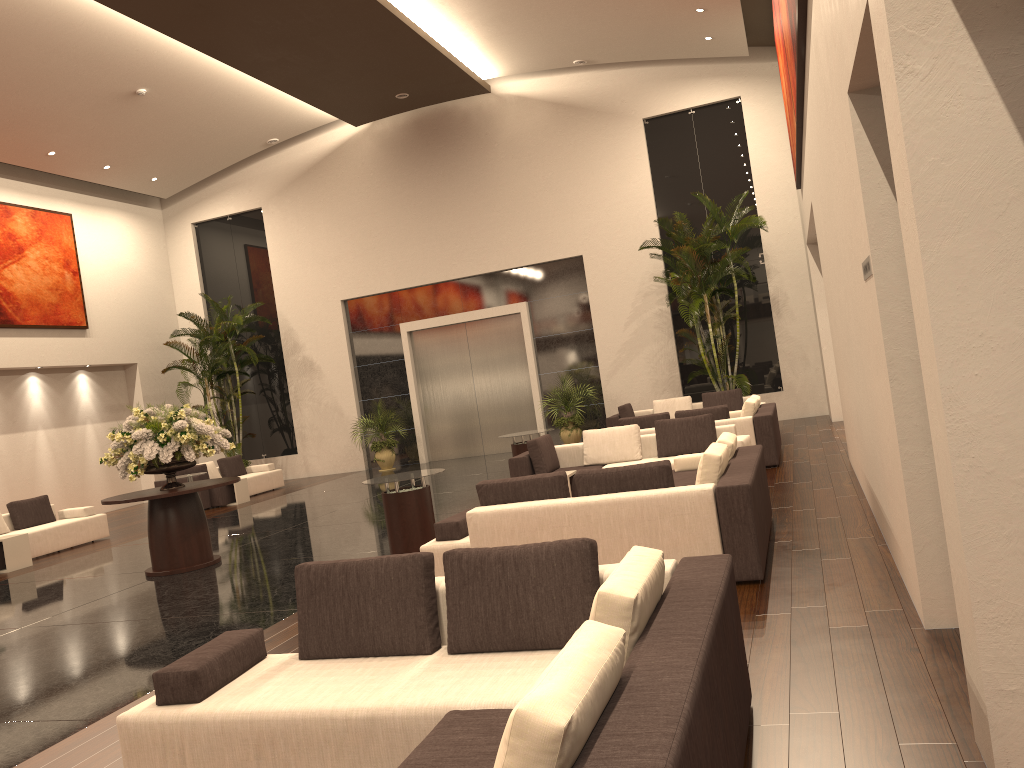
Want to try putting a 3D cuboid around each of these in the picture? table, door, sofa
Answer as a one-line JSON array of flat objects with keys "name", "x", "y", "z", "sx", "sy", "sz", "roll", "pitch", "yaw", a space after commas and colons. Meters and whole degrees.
[{"name": "table", "x": 0.263, "y": 1.110, "z": 12.993, "sx": 0.833, "sy": 0.795, "sz": 0.844, "roll": -8, "pitch": 0, "yaw": -21}, {"name": "door", "x": -0.838, "y": 0.109, "z": 20.104, "sx": 2.767, "sy": 3.048, "sz": 0.040, "roll": -8, "pitch": 0, "yaw": 18}, {"name": "sofa", "x": -5.805, "y": 1.949, "z": 18.142, "sx": 1.291, "sy": 0.862, "sz": 2.846, "roll": -8, "pitch": 0, "yaw": 18}, {"name": "sofa", "x": 0.911, "y": 1.001, "z": 7.863, "sx": 2.586, "sy": 0.862, "sz": 3.366, "roll": -8, "pitch": 0, "yaw": 18}, {"name": "table", "x": -5.395, "y": 2.097, "z": 17.194, "sx": 0.400, "sy": 0.460, "sz": 0.400, "roll": -8, "pitch": 0, "yaw": 18}, {"name": "table", "x": -3.846, "y": 1.658, "z": 10.213, "sx": 1.498, "sy": 0.921, "sz": 1.498, "roll": -8, "pitch": 0, "yaw": 9}, {"name": "sofa", "x": -0.698, "y": 1.254, "z": 2.767, "sx": 2.586, "sy": 0.862, "sz": 3.366, "roll": -8, "pitch": 0, "yaw": 18}, {"name": "sofa", "x": 2.636, "y": 0.729, "z": 13.260, "sx": 2.586, "sy": 0.862, "sz": 3.366, "roll": -8, "pitch": 0, "yaw": 18}, {"name": "table", "x": 0.526, "y": 1.254, "z": 10.059, "sx": 0.400, "sy": 0.460, "sz": 0.400, "roll": -8, "pitch": 0, "yaw": 18}, {"name": "table", "x": -6.973, "y": 2.345, "z": 12.256, "sx": 0.400, "sy": 0.460, "sz": 0.400, "roll": -8, "pitch": 0, "yaw": 18}, {"name": "table", "x": -1.024, "y": 1.313, "z": 8.872, "sx": 0.833, "sy": 0.795, "sz": 0.844, "roll": -8, "pitch": 0, "yaw": -21}, {"name": "table", "x": -5.496, "y": 1.947, "z": 14.876, "sx": 0.833, "sy": 0.795, "sz": 0.844, "roll": -8, "pitch": 0, "yaw": -21}, {"name": "sofa", "x": 3.160, "y": 0.644, "z": 15.841, "sx": 2.846, "sy": 0.862, "sz": 1.291, "roll": -8, "pitch": 0, "yaw": 18}, {"name": "sofa", "x": -7.383, "y": 2.197, "z": 13.203, "sx": 1.291, "sy": 0.862, "sz": 2.846, "roll": -8, "pitch": 0, "yaw": 18}, {"name": "sofa", "x": 1.435, "y": 0.915, "z": 10.443, "sx": 2.846, "sy": 0.862, "sz": 1.291, "roll": -8, "pitch": 0, "yaw": 18}]

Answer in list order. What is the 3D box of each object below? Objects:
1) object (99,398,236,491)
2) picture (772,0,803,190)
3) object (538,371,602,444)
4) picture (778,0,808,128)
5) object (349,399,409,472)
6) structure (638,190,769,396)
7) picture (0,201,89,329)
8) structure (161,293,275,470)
[{"name": "object", "x": -3.968, "y": 0.657, "z": 10.200, "sx": 1.453, "sy": 1.097, "sz": 1.402, "roll": -8, "pitch": 0, "yaw": -26}, {"name": "picture", "x": 3.890, "y": -4.374, "z": 12.574, "sx": 0.070, "sy": 2.526, "sz": 4.515, "roll": -8, "pitch": 0, "yaw": 18}, {"name": "object", "x": 1.146, "y": 0.516, "z": 18.575, "sx": 1.373, "sy": 1.682, "sz": 1.297, "roll": -8, "pitch": 0, "yaw": -34}, {"name": "picture", "x": 2.515, "y": -4.158, "z": 8.272, "sx": 0.070, "sy": 2.526, "sz": 4.515, "roll": -8, "pitch": 0, "yaw": 18}, {"name": "object", "x": -2.918, "y": 1.107, "z": 19.959, "sx": 1.373, "sy": 1.682, "sz": 1.297, "roll": -8, "pitch": 0, "yaw": -39}, {"name": "structure", "x": 3.926, "y": -1.366, "z": 17.059, "sx": 2.436, "sy": 4.611, "sz": 2.531, "roll": -8, "pitch": 0, "yaw": -10}, {"name": "picture", "x": -10.107, "y": -2.340, "z": 17.149, "sx": 0.070, "sy": 2.526, "sz": 4.515, "roll": -8, "pitch": 0, "yaw": 18}, {"name": "structure", "x": -6.602, "y": 0.164, "z": 20.651, "sx": 2.436, "sy": 4.611, "sz": 2.531, "roll": -8, "pitch": 0, "yaw": -10}]
